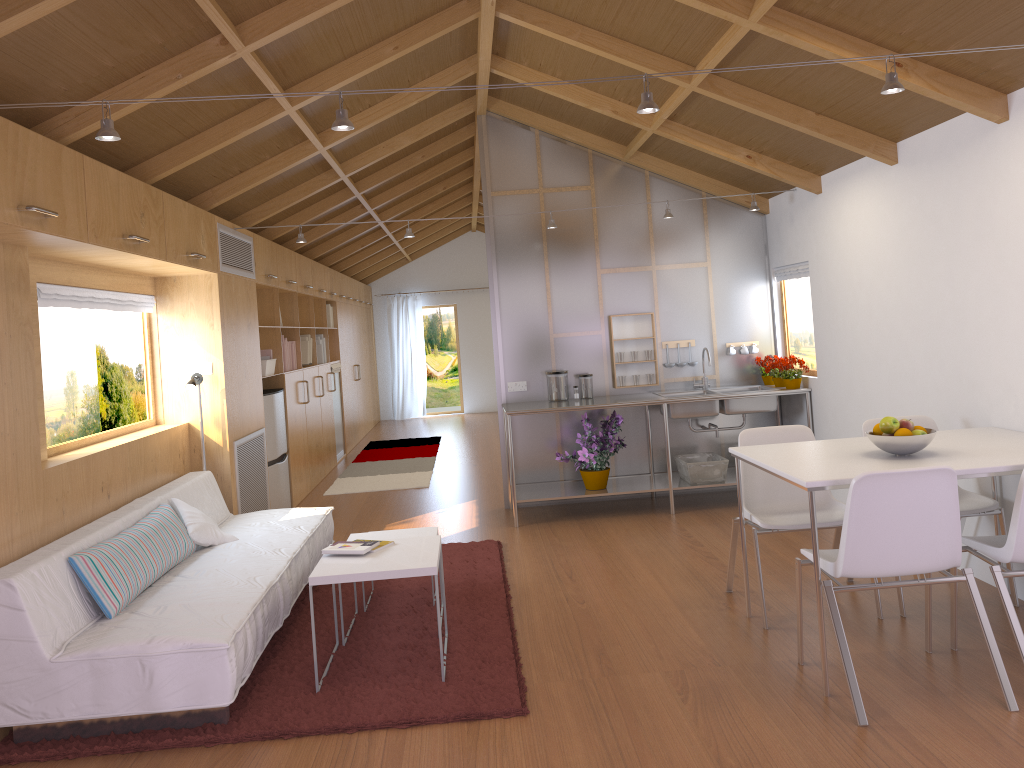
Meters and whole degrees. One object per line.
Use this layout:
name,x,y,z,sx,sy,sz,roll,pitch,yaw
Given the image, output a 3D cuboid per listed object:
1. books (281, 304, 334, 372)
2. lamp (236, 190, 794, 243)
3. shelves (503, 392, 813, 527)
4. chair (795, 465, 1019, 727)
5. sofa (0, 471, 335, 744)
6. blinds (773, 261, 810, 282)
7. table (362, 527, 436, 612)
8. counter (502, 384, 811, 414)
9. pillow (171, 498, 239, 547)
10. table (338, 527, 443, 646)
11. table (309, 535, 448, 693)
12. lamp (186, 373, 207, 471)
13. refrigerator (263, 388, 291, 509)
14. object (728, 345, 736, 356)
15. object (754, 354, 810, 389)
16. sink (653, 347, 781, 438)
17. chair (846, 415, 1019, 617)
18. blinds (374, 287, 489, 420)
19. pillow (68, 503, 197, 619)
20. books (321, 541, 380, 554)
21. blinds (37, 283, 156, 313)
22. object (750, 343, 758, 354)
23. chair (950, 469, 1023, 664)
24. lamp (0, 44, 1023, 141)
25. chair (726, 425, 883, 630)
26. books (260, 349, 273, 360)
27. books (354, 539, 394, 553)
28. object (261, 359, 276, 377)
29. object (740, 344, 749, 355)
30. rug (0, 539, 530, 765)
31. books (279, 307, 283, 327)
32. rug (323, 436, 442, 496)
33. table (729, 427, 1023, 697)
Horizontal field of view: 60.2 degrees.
books,-2.063,-0.507,8.752,0.189,0.658,3.111,-4,3,-3
lamp,0.063,-1.122,5.999,3.829,0.153,0.072,-4,0,-3
shelves,1.017,0.492,6.322,2.092,0.753,0.632,-4,1,-3
chair,1.321,0.659,3.094,0.531,0.786,0.547,-4,1,-3
sofa,-1.426,0.869,4.121,0.863,0.628,2.356,-4,3,-3
blinds,2.010,-0.803,6.322,0.047,0.111,0.725,-4,3,-3
table,-0.564,0.929,4.470,0.342,0.309,0.369,-4,2,-3
counter,0.989,0.099,6.328,2.109,0.021,0.650,-4,4,-3
pillow,-1.558,0.692,4.463,0.268,0.252,0.345,-5,2,-39
table,-0.547,0.916,4.070,0.424,0.383,0.459,-4,2,-3
table,-0.525,0.916,3.610,0.485,0.438,0.525,-4,2,-3
lamp,-1.827,0.530,5.272,0.183,1.198,0.254,-4,-1,-27
refrigerator,-1.876,0.553,6.775,0.262,0.987,0.713,-4,1,-3
object,1.656,-0.255,6.662,0.059,0.080,0.062,-4,1,-3
object,1.932,-0.092,6.362,0.233,0.235,0.689,-4,3,-2
sink,1.453,0.056,6.378,0.810,0.641,0.563,-4,1,-3
chair,1.868,0.560,4.032,0.531,0.786,0.547,-4,1,-3
blinds,-0.724,-0.536,14.315,2.848,2.038,0.233,-4,-1,-4
pillow,-1.603,0.736,3.836,0.171,0.251,1.042,-4,3,-3
books,-0.673,0.683,3.691,0.193,0.016,0.153,-3,4,17
blinds,-2.151,-0.442,4.659,0.047,0.111,1.498,-4,4,-3
object,1.828,-0.268,6.671,0.059,0.080,0.062,-4,1,-3
chair,1.913,0.614,3.125,0.531,0.786,0.547,-4,1,-3
lamp,0.224,-0.932,2.811,3.829,0.153,0.072,-4,0,-3
chair,1.275,0.604,4.001,0.531,0.786,0.547,-4,1,-3
books,-1.950,-0.170,6.898,0.150,0.192,0.088,-4,0,-3
books,-0.624,0.691,3.762,0.193,0.016,0.153,-2,4,27
object,-1.938,-0.121,6.773,0.203,0.122,0.350,-4,3,-3
object,1.750,-0.261,6.661,0.059,0.081,0.062,-4,1,4
rug,-0.956,1.141,4.250,1.885,0.020,2.482,-4,4,-3
books,-2.009,-0.612,7.301,0.176,0.297,0.279,-4,1,-3
rug,-1.282,0.829,9.587,0.917,0.011,3.725,-4,4,-3
table,1.610,0.634,3.499,1.209,0.743,0.899,-4,2,-3
